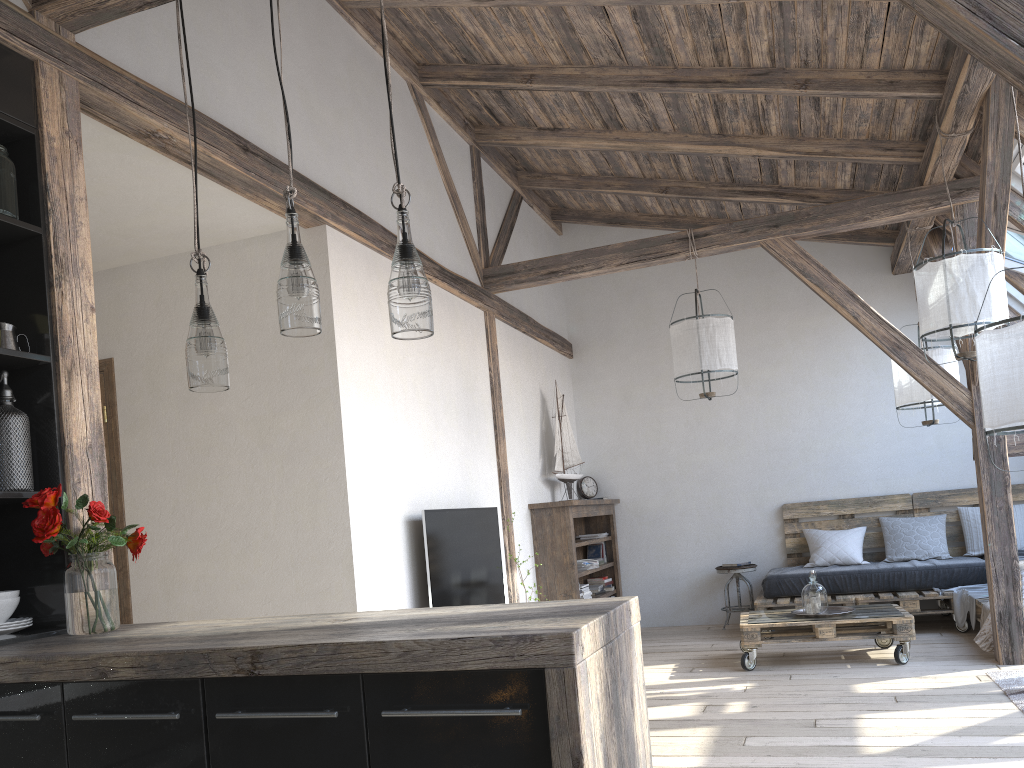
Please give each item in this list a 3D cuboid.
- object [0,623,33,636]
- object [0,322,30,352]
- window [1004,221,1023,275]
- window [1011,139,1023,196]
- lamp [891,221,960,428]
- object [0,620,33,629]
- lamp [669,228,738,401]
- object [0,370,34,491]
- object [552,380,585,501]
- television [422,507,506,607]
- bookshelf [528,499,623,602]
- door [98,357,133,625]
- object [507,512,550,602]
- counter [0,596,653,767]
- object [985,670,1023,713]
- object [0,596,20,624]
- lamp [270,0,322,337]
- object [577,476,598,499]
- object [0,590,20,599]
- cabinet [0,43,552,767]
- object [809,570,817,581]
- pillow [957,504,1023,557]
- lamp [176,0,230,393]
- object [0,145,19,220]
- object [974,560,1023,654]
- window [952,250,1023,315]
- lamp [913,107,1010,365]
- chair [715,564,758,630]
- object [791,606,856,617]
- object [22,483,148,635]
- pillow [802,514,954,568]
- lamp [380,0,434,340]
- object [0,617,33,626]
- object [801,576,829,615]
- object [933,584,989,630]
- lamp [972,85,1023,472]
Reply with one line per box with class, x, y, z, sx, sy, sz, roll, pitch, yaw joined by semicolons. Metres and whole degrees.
object;-1.443;0.686;2.426;0.214;0.024;0.217;-1;-10;-23
object;-1.423;-0.121;2.484;0.075;0.095;0.094;-7;-5;19
window;3.537;-0.673;5.308;1.356;1.267;0.859;-7;-4;19
window;3.194;-0.777;4.453;1.101;1.268;0.859;-7;-4;19
lamp;2.761;-0.468;5.967;0.406;1.507;0.403;-4;-3;-30
object;-1.443;0.678;2.426;0.214;0.024;0.217;-3;-9;-13
lamp;1.218;-0.440;5.704;0.399;1.076;0.411;-3;-3;-30
object;-1.404;0.134;2.452;0.108;0.348;0.109;-3;-3;-41
object;0.449;0.471;7.201;0.141;0.985;0.792;-6;-4;23
television;-0.259;1.066;5.055;0.207;0.699;1.110;-6;-7;18
bookshelf;0.598;1.551;7.251;0.349;1.164;1.634;-6;-6;18
door;-2.340;0.944;4.593;0.845;2.056;0.082;-6;-2;19
object;0.113;1.420;5.969;0.275;1.112;0.518;-5;-3;5
counter;0.261;0.762;0.957;3.829;0.845;2.256;-8;-8;19
object;3.100;1.225;2.981;2.197;0.056;3.208;-8;-9;19
object;-1.446;0.638;2.427;0.163;0.084;0.163;-10;-9;32
lamp;-0.555;-0.736;2.310;0.109;1.229;0.239;-6;-2;30
object;0.686;0.942;7.986;0.204;0.208;0.083;-1;-4;-35
object;-1.448;0.620;2.428;0.163;0.084;0.163;-10;-9;32
cabinet;-0.025;-0.039;0.982;4.233;2.491;2.102;-7;-5;19
object;1.968;1.350;5.730;0.071;0.266;0.154;-6;-4;19
pillow;3.960;1.100;6.749;0.976;0.396;0.387;-10;-7;35
lamp;-0.842;-0.642;2.417;0.110;1.332;0.226;-6;-2;21
object;-1.447;-0.553;2.444;0.125;0.205;0.125;-7;-4;23
object;3.284;1.325;5.267;1.009;0.470;0.820;2;-10;-41
window;3.794;-0.558;6.193;1.101;1.268;0.859;-7;-4;19
lamp;2.221;-0.764;4.428;0.407;1.296;0.402;-5;-2;-5
chair;1.921;1.793;7.449;0.355;0.517;0.355;-7;-4;22
object;1.990;1.459;5.628;0.398;0.021;0.395;-12;-11;38
object;-1.167;0.480;2.428;0.311;0.412;0.254;-2;-5;-38
pillow;2.916;1.256;7.076;1.134;0.353;0.352;-8;-6;19
lamp;-0.277;-0.749;2.222;0.109;1.280;0.225;-6;-2;20
object;-1.444;0.670;2.426;0.214;0.024;0.217;-2;-9;-18
object;1.915;1.341;5.573;0.155;0.245;0.157;-4;-4;-13
object;3.287;1.534;6.077;0.505;0.274;0.716;-5;-8;3
lamp;1.758;-0.651;3.006;0.406;1.882;0.403;-4;-2;-30
